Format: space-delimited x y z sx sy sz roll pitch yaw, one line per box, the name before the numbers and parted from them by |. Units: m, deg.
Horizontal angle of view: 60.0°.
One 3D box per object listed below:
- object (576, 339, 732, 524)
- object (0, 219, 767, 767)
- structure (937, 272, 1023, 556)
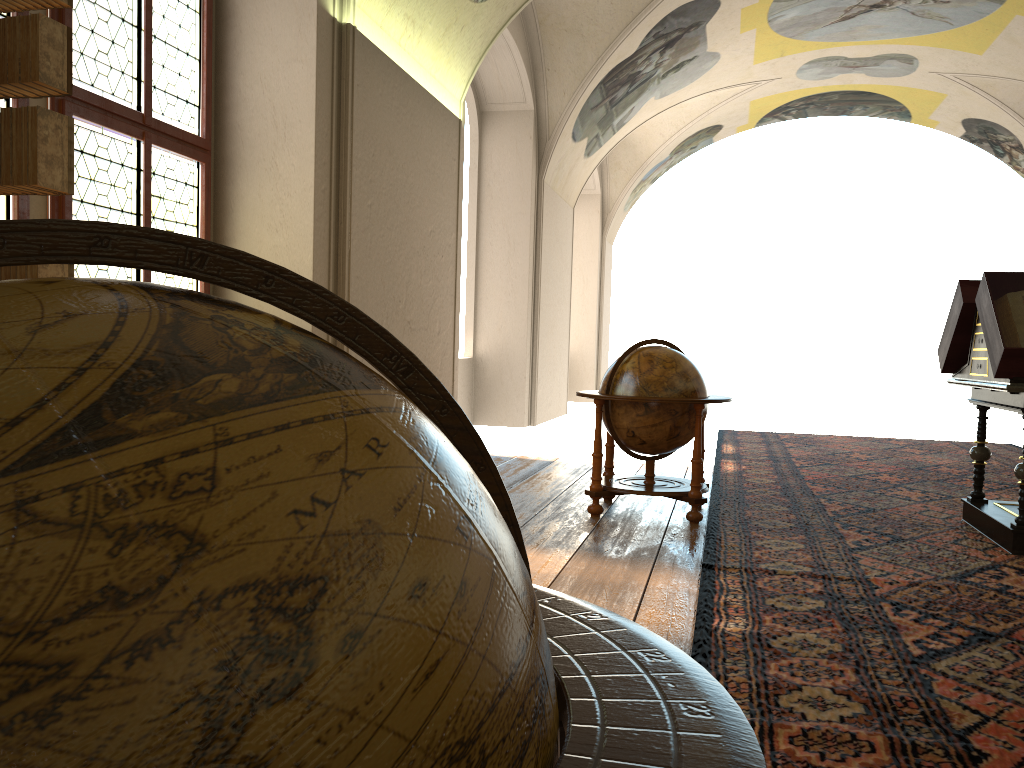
object | 1.167 0.349 7.401 1.279 1.450 1.277 -1 4 -39
object | -0.416 0.568 0.896 1.279 1.450 1.277 0 3 -24
structure | 3.999 0.206 6.536 1.245 1.983 1.890 2 3 14
